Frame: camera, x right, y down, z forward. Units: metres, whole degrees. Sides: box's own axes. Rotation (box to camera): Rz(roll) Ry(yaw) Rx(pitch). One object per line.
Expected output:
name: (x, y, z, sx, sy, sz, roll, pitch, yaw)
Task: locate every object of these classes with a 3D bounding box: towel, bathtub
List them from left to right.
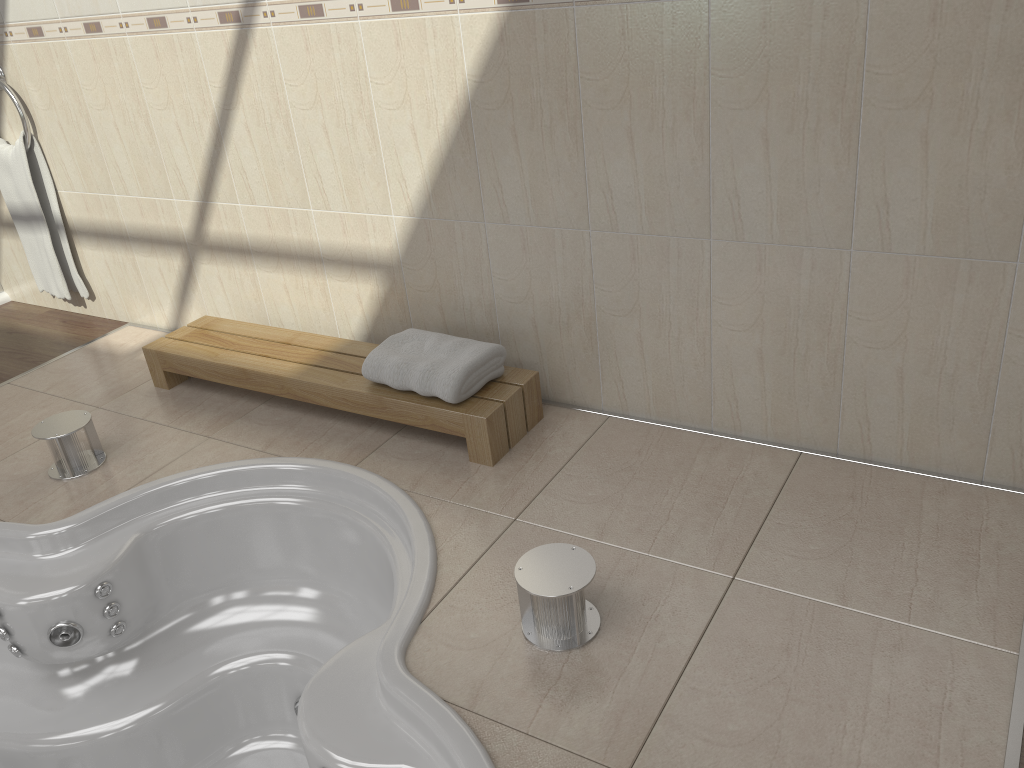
bathtub: (-0.896, 0.949, 1.642, 1.754, 0.674, 1.751, -12, 28, -10)
towel: (-1.760, -0.616, 3.283, 0.280, 0.635, 0.083, 11, 32, 30)
towel: (-0.209, -0.056, 2.316, 0.331, 0.099, 0.233, 13, 33, 34)

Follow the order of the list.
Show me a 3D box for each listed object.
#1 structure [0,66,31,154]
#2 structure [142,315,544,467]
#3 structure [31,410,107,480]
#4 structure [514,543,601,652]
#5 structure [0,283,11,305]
structure: (-1.797, -0.965, 3.128, 0.291, 0.332, 0.051, 10, 32, 30)
structure: (-0.534, -0.012, 2.570, 1.280, 0.140, 0.260, 10, 32, 30)
structure: (-1.194, 0.164, 2.394, 0.150, 0.131, 0.150, 4, 29, 21)
structure: (0.085, 0.394, 1.646, 0.150, 0.131, 0.150, 17, 35, 38)
structure: (-2.837, -1.067, 3.211, 0.900, 1.917, 0.900, 10, 32, 30)
